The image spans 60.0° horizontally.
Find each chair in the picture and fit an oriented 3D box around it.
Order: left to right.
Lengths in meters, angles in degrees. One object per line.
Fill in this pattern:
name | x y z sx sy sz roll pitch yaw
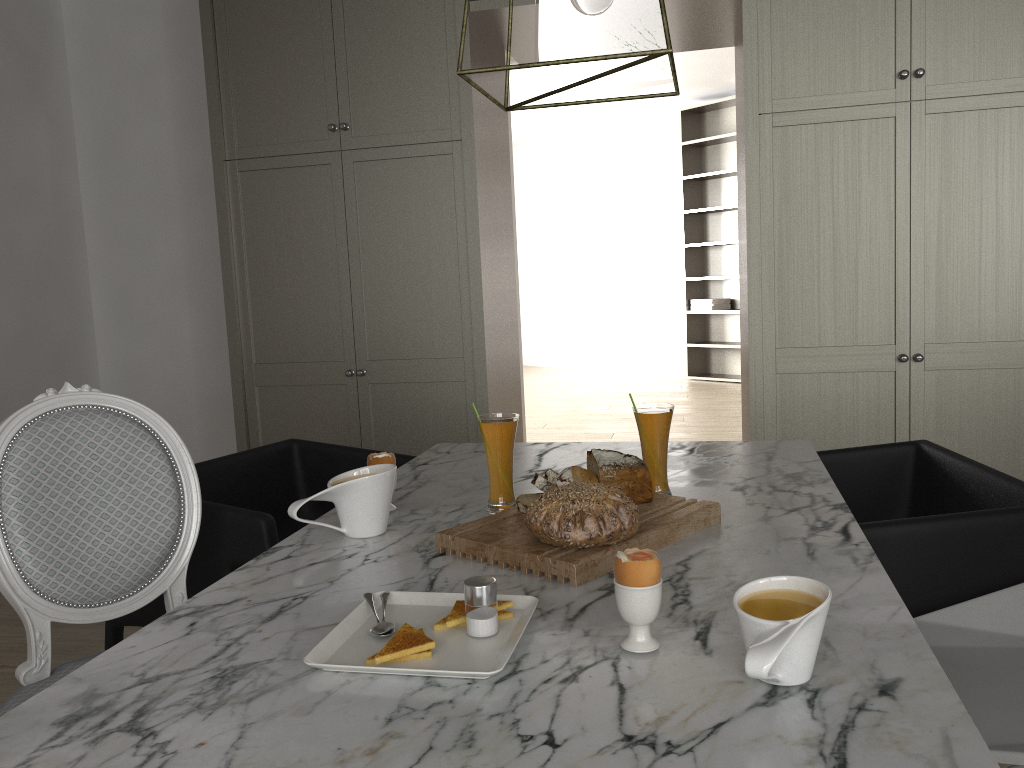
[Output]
chair | -0.600 0.422 1.404 0.505 0.833 0.480 4 9 45
chair | -0.518 0.472 2.020 0.609 0.597 0.569 1 7 28
chair | 0.697 0.453 1.668 0.609 0.597 0.569 -2 7 3
chair | 0.686 0.439 1.138 0.439 0.745 0.470 -2 7 3

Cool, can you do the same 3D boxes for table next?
table | 0.062 0.534 1.253 0.870 0.583 1.781 -1 7 13

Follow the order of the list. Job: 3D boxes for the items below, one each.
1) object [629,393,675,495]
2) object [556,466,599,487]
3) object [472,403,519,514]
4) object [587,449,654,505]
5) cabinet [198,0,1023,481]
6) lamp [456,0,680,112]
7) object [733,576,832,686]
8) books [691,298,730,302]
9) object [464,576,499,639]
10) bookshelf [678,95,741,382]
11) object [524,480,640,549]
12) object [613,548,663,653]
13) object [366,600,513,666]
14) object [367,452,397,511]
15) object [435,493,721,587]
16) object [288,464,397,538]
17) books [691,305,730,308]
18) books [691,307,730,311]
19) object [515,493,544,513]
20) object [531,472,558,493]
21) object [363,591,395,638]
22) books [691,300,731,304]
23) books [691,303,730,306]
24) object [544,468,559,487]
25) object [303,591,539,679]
object | 0.242 0.106 1.504 0.071 0.188 0.071 2 8 33
object | 0.104 0.163 1.357 0.074 0.067 0.079 -5 7 -15
object | -0.020 0.122 1.481 0.071 0.188 0.071 2 8 33
object | 0.172 0.143 1.416 0.090 0.087 0.086 -4 7 -10
cabinet | 1.606 -0.679 3.319 5.433 2.377 0.947 -1 7 13
lamp | 0.075 -1.017 1.331 0.584 1.108 0.584 1 7 28
object | 0.253 0.238 0.816 0.089 0.085 0.138 -2 7 8
books | 1.782 -0.754 7.964 0.232 0.019 0.268 -7 8 -33
object | -0.034 0.243 0.969 0.036 0.060 0.036 -8 8 -36
bookshelf | 2.769 -1.159 6.717 0.300 2.402 3.513 -8 8 -39
object | 0.097 0.175 1.221 0.151 0.075 0.157 -9 9 -41
object | 0.131 0.221 0.916 0.050 0.101 0.050 0 7 20
object | -0.081 0.268 0.969 0.068 0.014 0.197 3 9 41
object | -0.223 0.167 1.533 0.050 0.101 0.050 -2 7 9
object | 0.106 0.214 1.329 0.260 0.031 0.360 3 9 43
object | -0.251 0.188 1.376 0.110 0.105 0.170 1 8 33
books | 1.785 -0.696 7.971 0.232 0.019 0.269 -7 8 -31
books | 1.786 -0.676 7.973 0.232 0.019 0.265 -7 8 -32
object | 0.039 0.188 1.390 0.068 0.017 0.077 -4 7 -9
object | 0.066 0.166 1.399 0.073 0.055 0.083 -4 7 -11
object | -0.151 0.266 1.022 0.032 0.013 0.132 -4 7 -12
books | 1.783 -0.734 7.966 0.232 0.019 0.266 -7 8 -32
books | 1.784 -0.715 7.968 0.232 0.019 0.274 -7 8 -34
object | 0.089 0.162 1.414 0.072 0.057 0.083 -4 7 -11
object | -0.090 0.272 0.970 0.212 0.014 0.212 -1 7 13
